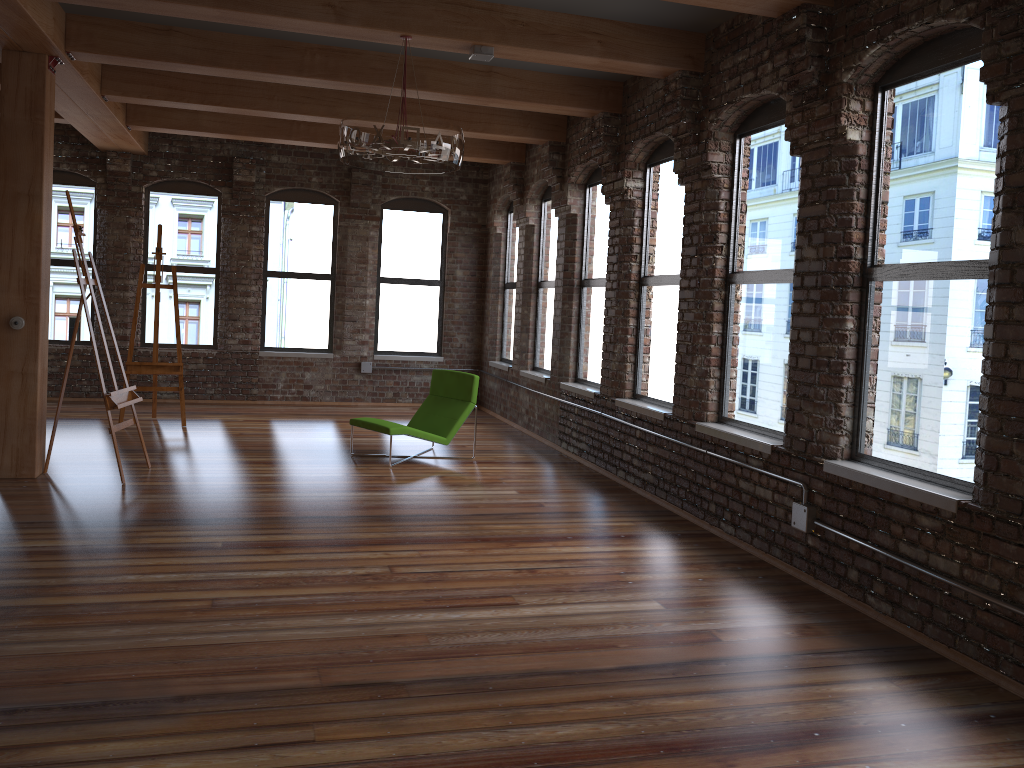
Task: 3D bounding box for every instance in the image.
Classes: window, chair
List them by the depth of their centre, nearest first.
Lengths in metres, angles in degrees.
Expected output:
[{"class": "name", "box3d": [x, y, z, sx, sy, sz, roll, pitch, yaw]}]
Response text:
[{"class": "window", "box3d": [1.965, -0.585, 4.290, 0.232, 2.211, 0.971, 2, 3, -16]}, {"class": "window", "box3d": [1.572, -0.728, 5.702, 0.236, 2.211, 0.971, 2, 3, -16]}, {"class": "window", "box3d": [1.174, -0.871, 7.112, 0.230, 2.211, 0.971, 2, 3, -16]}, {"class": "chair", "box3d": [-0.897, 0.281, 8.115, 0.956, 0.795, 0.682, -1, 5, -41]}, {"class": "window", "box3d": [0.782, -1.014, 8.520, 0.233, 2.211, 0.971, 2, 3, -16]}, {"class": "window", "box3d": [0.386, -1.157, 9.932, 0.231, 2.211, 0.971, 2, 3, -16]}, {"class": "window", "box3d": [-5.635, -1.530, 10.933, 0.968, 2.223, 0.222, 2, 3, -16]}, {"class": "window", "box3d": [-4.225, -1.497, 11.330, 0.968, 2.223, 0.222, 2, 3, -16]}, {"class": "window", "box3d": [-0.016, -1.303, 11.369, 0.232, 2.211, 0.971, 2, 3, -16]}, {"class": "window", "box3d": [-2.810, -1.468, 11.730, 0.968, 2.214, 0.219, 2, 3, -16]}, {"class": "window", "box3d": [-1.380, -1.434, 12.133, 0.968, 2.214, 0.219, 2, 3, -16]}]

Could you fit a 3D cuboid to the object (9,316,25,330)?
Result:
[{"class": "object", "box3d": [-3.568, -0.439, 6.381, 0.095, 0.095, 0.061, 2, 3, -16]}]

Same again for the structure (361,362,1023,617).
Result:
[{"class": "structure", "box3d": [1.318, 0.545, 5.906, 1.633, 0.312, 13.750, 1, 5, -23]}]

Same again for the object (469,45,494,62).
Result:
[{"class": "object", "box3d": [-0.201, -2.194, 5.864, 0.145, 0.072, 0.148, 2, 5, -16]}]

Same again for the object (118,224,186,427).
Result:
[{"class": "object", "box3d": [-3.804, -0.653, 9.477, 0.661, 2.136, 0.686, 2, 3, -21]}]

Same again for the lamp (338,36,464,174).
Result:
[{"class": "lamp", "box3d": [-0.699, -1.825, 5.705, 0.810, 0.813, 0.810, 4, 4, 20]}]

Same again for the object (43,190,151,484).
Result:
[{"class": "object", "box3d": [-3.151, -0.378, 6.701, 0.685, 2.136, 0.663, 3, 3, -6]}]
